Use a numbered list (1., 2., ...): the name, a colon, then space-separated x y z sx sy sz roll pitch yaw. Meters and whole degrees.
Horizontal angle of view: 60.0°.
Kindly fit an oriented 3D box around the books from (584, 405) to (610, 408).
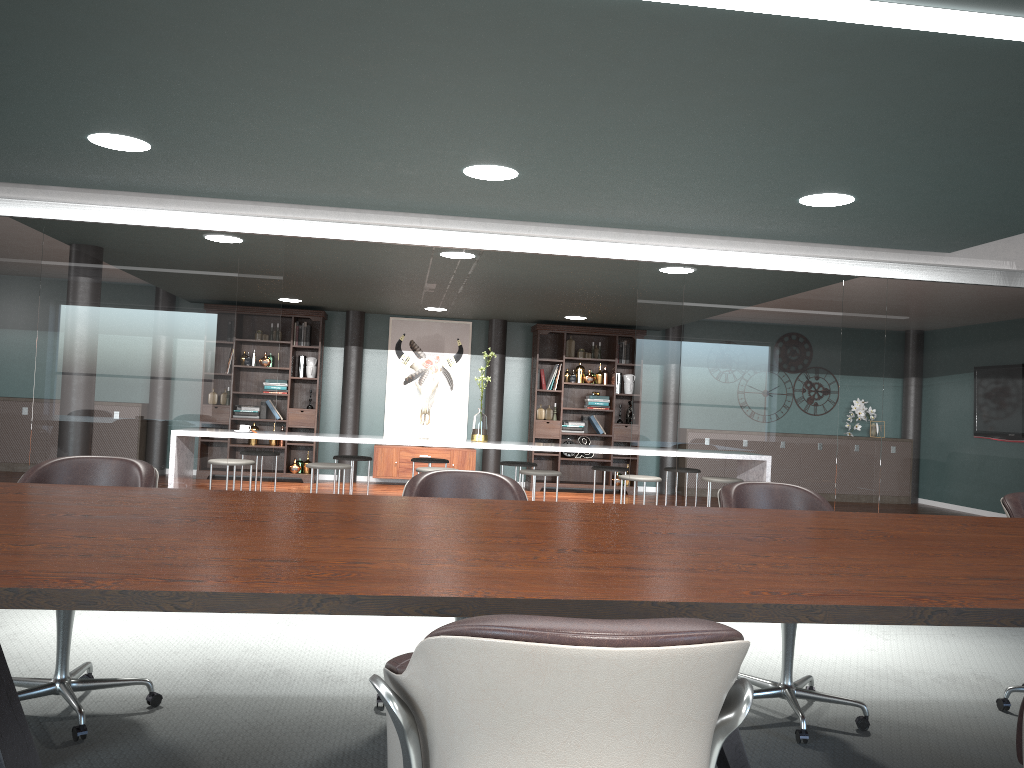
1. books: 1.034 0.276 10.795 0.286 0.027 0.184 3 -1 -7

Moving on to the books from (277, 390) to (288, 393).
1. books: -2.738 0.082 10.318 0.286 0.027 0.184 3 -1 -7

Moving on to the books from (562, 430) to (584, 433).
1. books: 0.713 0.575 10.722 0.286 0.027 0.184 3 -1 -7

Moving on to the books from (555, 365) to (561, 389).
1. books: 0.535 -0.075 10.725 0.063 0.309 0.210 3 -1 -7

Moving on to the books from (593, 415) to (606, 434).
1. books: 1.044 0.493 10.769 0.166 0.228 0.205 3 -1 -7

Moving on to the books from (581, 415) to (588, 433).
1. books: 0.883 0.492 10.816 0.063 0.214 0.139 3 -1 -7

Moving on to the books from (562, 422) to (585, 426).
1. books: 0.738 0.482 10.726 0.248 0.042 0.194 3 -1 -7

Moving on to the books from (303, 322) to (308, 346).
1. books: -2.410 -0.576 10.363 0.027 0.286 0.184 3 -1 -7

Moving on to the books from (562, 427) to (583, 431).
1. books: 0.712 0.539 10.722 0.248 0.042 0.194 3 -1 -7

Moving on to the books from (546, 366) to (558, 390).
1. books: 0.474 -0.071 10.723 0.115 0.296 0.210 3 -1 -7

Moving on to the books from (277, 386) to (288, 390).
1. books: -2.738 0.046 10.318 0.248 0.042 0.194 3 -1 -7

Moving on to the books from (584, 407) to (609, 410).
1. books: 1.030 0.298 10.793 0.268 0.016 0.205 3 -1 -7

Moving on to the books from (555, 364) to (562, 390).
1. books: 0.544 -0.081 10.722 0.062 0.322 0.197 3 -1 -7

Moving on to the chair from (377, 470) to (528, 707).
1. chair: -0.155 0.677 2.874 0.535 0.761 0.518 3 -1 -1

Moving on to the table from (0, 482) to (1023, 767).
1. table: -0.524 0.665 1.949 6.694 0.706 1.374 3 -1 -7

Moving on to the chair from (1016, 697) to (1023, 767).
1. chair: 1.112 0.700 1.331 0.533 0.761 0.523 3 -2 -22

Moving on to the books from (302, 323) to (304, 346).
1. books: -2.433 -0.568 10.359 0.016 0.268 0.205 3 -1 -7

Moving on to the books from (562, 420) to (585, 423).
1. books: 0.729 0.452 10.726 0.268 0.016 0.205 3 -1 -7

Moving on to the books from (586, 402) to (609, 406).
1. books: 1.033 0.241 10.794 0.248 0.042 0.194 3 -1 -7

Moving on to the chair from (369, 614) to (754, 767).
1. chair: 0.057 0.646 1.191 0.535 0.761 0.518 3 -1 -1

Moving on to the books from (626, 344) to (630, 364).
1. books: 1.396 -0.360 10.843 0.042 0.248 0.194 3 -1 -7

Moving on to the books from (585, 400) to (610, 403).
1. books: 1.035 0.211 10.796 0.268 0.016 0.205 3 -1 -7

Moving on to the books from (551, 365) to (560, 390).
1. books: 0.519 -0.076 10.724 0.063 0.309 0.210 3 -1 -7

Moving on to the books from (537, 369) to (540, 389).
1. books: 0.300 -0.055 10.697 0.042 0.248 0.194 3 -1 -7

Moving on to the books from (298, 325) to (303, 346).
1. books: -2.463 -0.559 10.355 0.042 0.248 0.194 3 -1 -7

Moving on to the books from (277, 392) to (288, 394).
1. books: -2.741 0.104 10.317 0.268 0.016 0.205 3 -1 -7

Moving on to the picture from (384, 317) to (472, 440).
1. picture: -1.024 -0.032 10.821 1.002 1.512 0.031 3 -1 -7

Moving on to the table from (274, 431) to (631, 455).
1. table: -0.267 0.808 7.033 4.577 0.699 0.609 3 -1 -7

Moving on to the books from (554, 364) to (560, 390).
1. books: 0.529 -0.081 10.722 0.062 0.322 0.197 3 -1 -7

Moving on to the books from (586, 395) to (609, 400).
1. books: 1.040 0.167 10.797 0.248 0.042 0.194 3 -1 -7

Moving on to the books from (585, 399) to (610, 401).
1. books: 1.033 0.195 10.790 0.268 0.016 0.205 3 -1 -7

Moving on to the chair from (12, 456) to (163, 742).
1. chair: -1.345 0.616 2.723 0.535 0.761 0.518 3 -1 -1

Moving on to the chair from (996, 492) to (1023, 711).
1. chair: 2.011 0.789 3.147 0.535 0.761 0.518 3 -1 -1

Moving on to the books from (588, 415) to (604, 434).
1. books: 1.010 0.493 10.764 0.176 0.227 0.194 3 -1 -7

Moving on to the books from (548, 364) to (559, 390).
1. books: 0.500 -0.080 10.721 0.090 0.316 0.197 3 -1 -7

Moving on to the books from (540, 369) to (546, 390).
1. books: 0.362 -0.053 10.705 0.084 0.252 0.194 3 -1 -7

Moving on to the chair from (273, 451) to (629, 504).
1. chair: -0.249 0.905 7.093 4.029 0.512 1.479 3 -1 -8

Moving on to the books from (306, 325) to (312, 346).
1. books: -2.375 -0.554 10.366 0.042 0.248 0.194 3 -1 -7

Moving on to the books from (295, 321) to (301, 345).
1. books: -2.498 -0.581 10.352 0.027 0.286 0.184 3 -1 -7

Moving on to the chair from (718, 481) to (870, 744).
1. chair: 0.909 0.732 3.000 0.533 0.761 0.523 3 -2 -26

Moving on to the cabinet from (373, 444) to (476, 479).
1. cabinet: -1.049 0.945 10.623 1.200 0.379 0.368 3 -1 -7

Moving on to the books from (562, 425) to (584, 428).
1. books: 0.714 0.509 10.723 0.268 0.016 0.205 3 -1 -7
